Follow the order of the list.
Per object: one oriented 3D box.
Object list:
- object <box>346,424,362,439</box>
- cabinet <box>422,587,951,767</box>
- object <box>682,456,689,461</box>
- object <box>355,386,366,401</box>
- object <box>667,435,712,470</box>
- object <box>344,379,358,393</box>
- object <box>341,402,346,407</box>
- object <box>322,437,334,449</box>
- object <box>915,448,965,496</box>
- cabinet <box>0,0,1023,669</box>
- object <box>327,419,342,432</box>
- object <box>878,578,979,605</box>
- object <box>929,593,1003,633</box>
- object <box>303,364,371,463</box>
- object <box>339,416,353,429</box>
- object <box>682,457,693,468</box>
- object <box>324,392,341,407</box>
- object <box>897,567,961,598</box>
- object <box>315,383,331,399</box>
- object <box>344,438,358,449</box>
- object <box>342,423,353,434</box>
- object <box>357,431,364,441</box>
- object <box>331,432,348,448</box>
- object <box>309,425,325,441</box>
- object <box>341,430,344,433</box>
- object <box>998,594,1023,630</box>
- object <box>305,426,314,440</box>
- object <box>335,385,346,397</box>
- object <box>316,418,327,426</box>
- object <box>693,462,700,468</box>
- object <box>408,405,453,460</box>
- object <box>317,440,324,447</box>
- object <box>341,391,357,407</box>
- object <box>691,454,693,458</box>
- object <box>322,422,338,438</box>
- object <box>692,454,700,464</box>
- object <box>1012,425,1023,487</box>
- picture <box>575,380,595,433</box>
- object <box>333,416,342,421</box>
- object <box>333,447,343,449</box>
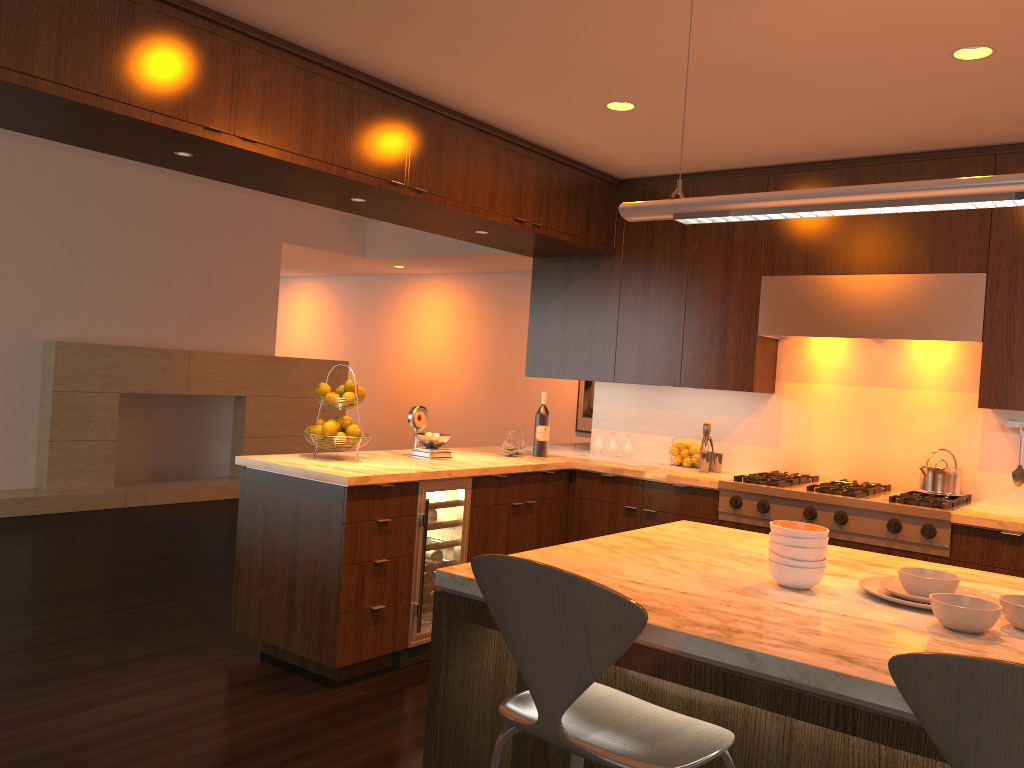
[{"bbox_3d":[-0.754,0.229,4.228,0.077,0.074,0.078,3,1,-37],"label":"object"},{"bbox_3d":[1.249,1.014,1.775,2.713,0.876,1.281,4,1,38],"label":"cabinet"},{"bbox_3d":[1.013,0.443,5.129,0.057,0.060,0.052,4,1,-14],"label":"object"},{"bbox_3d":[-0.748,0.047,4.328,0.071,0.074,0.070,3,1,-31],"label":"object"},{"bbox_3d":[1.031,0.394,5.138,0.207,0.175,0.189,4,1,36],"label":"object"},{"bbox_3d":[-0.777,0.010,4.286,0.068,0.072,0.071,4,1,-6],"label":"object"},{"bbox_3d":[-0.804,0.079,4.346,0.071,0.072,0.071,4,1,-21],"label":"object"},{"bbox_3d":[-0.880,0.277,4.257,0.063,0.069,0.070,4,1,0],"label":"object"},{"bbox_3d":[2.085,0.422,4.309,0.221,0.218,0.221,4,1,22],"label":"object"},{"bbox_3d":[1.192,-0.065,2.764,5.521,2.997,7.728,4,1,38],"label":"cabinet"},{"bbox_3d":[-0.852,0.205,4.245,0.077,0.075,0.077,4,1,11],"label":"object"},{"bbox_3d":[0.989,0.501,2.111,0.216,0.025,0.217,3,1,-35],"label":"object"},{"bbox_3d":[0.950,0.486,1.863,0.138,0.059,0.139,4,1,-27],"label":"object"},{"bbox_3d":[-0.840,0.134,4.307,0.324,0.461,0.324,4,1,-3],"label":"object"},{"bbox_3d":[-0.795,0.184,4.246,0.060,0.063,0.062,3,1,-45],"label":"object"},{"bbox_3d":[1.008,0.449,5.086,0.064,0.063,0.074,4,1,1],"label":"object"},{"bbox_3d":[-0.864,0.077,4.272,0.078,0.072,0.077,4,1,4],"label":"object"},{"bbox_3d":[0.990,0.480,2.111,0.138,0.059,0.139,4,1,-27],"label":"object"},{"bbox_3d":[-0.917,0.033,4.301,0.075,0.079,0.077,3,1,-43],"label":"object"},{"bbox_3d":[-0.784,0.278,4.286,0.078,0.075,0.078,4,1,16],"label":"object"},{"bbox_3d":[-0.792,0.221,4.324,0.070,0.072,0.071,4,1,1],"label":"object"},{"bbox_3d":[-0.765,0.256,4.376,0.073,0.072,0.071,4,1,-9],"label":"object"},{"bbox_3d":[-0.821,0.265,4.214,0.078,0.076,0.078,4,1,25],"label":"object"},{"bbox_3d":[-0.925,0.232,4.220,0.077,0.077,0.077,3,1,-41],"label":"object"},{"bbox_3d":[-0.854,0.222,4.365,0.072,0.068,0.071,3,1,-45],"label":"object"},{"bbox_3d":[1.117,0.497,1.897,0.138,0.059,0.139,4,1,-27],"label":"object"},{"bbox_3d":[-0.965,0.237,4.291,0.068,0.069,0.065,4,1,15],"label":"object"},{"bbox_3d":[-0.831,0.035,4.319,0.061,0.063,0.062,3,1,-28],"label":"object"},{"bbox_3d":[-0.915,0.202,4.287,0.067,0.071,0.069,4,1,-17],"label":"object"},{"bbox_3d":[1.066,0.455,5.083,0.051,0.053,0.063,4,1,-11],"label":"object"},{"bbox_3d":[-0.430,0.254,4.682,0.231,0.266,0.191,4,1,41],"label":"object"},{"bbox_3d":[-0.918,0.279,4.309,0.056,0.053,0.057,4,1,-2],"label":"object"},{"bbox_3d":[-0.783,0.073,4.271,0.078,0.077,0.077,3,1,-36],"label":"object"},{"bbox_3d":[1.059,0.415,5.115,0.051,0.053,0.062,4,1,-11],"label":"object"},{"bbox_3d":[-0.857,0.216,4.177,0.068,0.077,0.079,4,1,14],"label":"object"},{"bbox_3d":[1.050,0.426,5.046,0.061,0.054,0.052,3,1,-42],"label":"object"},{"bbox_3d":[2.408,0.340,4.196,0.061,0.296,0.020,4,1,36],"label":"object"},{"bbox_3d":[0.913,-0.052,9.863,0.398,1.200,0.012,4,1,38],"label":"picture"},{"bbox_3d":[-0.843,0.182,4.309,0.063,0.059,0.061,4,1,-19],"label":"object"},{"bbox_3d":[-0.848,0.290,4.319,0.062,0.062,0.062,4,1,-8],"label":"object"}]
